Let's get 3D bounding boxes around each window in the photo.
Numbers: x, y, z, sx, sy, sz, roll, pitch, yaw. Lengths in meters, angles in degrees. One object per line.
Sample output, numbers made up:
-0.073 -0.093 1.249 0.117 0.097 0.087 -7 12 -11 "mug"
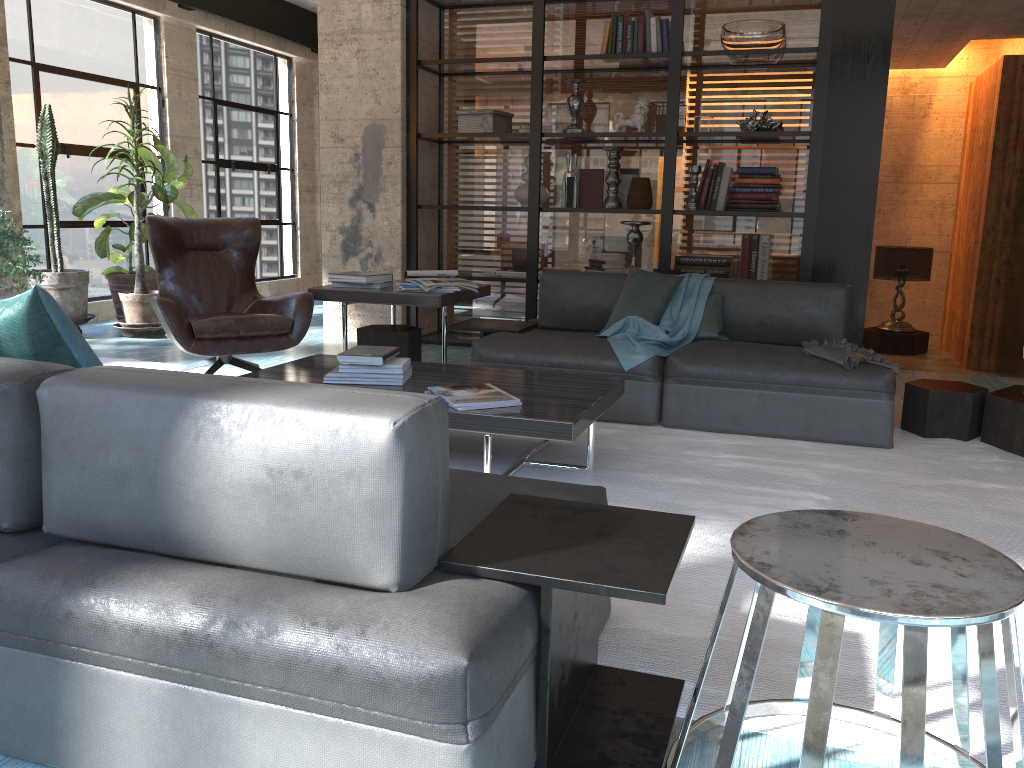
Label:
-2.861 -2.377 9.667 0.081 2.530 1.780 5 12 18 "window"
-3.560 -1.984 7.571 0.081 2.530 1.780 5 12 18 "window"

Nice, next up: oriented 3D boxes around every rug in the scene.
-0.680 0.289 3.674 7.768 0.032 2.954 5 12 18 "rug"

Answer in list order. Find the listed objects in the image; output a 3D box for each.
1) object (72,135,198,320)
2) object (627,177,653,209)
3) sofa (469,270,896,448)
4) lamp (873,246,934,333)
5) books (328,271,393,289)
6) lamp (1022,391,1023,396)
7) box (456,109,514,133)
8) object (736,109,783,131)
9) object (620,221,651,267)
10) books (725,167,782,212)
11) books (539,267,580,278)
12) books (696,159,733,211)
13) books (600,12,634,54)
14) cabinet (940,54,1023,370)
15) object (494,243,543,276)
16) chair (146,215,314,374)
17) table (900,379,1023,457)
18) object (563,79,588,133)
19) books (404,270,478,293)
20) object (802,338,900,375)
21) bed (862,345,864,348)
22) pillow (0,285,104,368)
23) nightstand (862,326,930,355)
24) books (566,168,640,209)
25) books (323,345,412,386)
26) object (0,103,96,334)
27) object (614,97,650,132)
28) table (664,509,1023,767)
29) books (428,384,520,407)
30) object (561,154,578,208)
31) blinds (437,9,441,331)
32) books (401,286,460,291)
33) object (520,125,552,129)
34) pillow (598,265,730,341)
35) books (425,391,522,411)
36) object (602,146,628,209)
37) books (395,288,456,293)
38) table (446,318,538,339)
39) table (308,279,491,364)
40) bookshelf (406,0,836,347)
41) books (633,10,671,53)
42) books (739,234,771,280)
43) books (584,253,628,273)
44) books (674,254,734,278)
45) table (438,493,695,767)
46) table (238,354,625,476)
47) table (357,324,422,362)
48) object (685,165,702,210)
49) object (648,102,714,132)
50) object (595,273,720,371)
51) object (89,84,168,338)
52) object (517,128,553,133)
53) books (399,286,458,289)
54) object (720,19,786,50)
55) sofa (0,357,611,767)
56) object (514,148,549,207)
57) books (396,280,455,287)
-3.074 -1.250 7.325 0.921 1.543 0.817 -1 11 -13 "object"
0.934 -1.386 6.465 0.189 0.230 0.190 -4 12 -26 "object"
0.888 -0.214 4.665 2.063 0.680 1.019 5 12 18 "sofa"
4.364 -1.069 9.969 0.591 0.933 0.591 3 11 10 "lamp"
-0.860 -0.594 5.061 0.320 0.075 0.278 6 12 22 "books"
2.531 -0.132 3.927 0.462 0.417 0.462 -9 15 -43 "lamp"
-0.196 -1.907 6.490 0.312 0.157 0.306 7 12 27 "box"
1.707 -1.802 6.120 0.322 0.177 0.323 5 12 18 "object"
0.867 -0.933 6.281 0.218 0.433 0.218 3 11 10 "object"
1.716 -1.368 6.248 0.378 0.303 0.303 5 12 19 "books"
0.376 -0.828 6.630 0.319 0.068 0.231 3 11 9 "books"
1.412 -1.397 6.233 0.256 0.354 0.216 5 12 18 "books"
0.749 -2.414 6.179 0.231 0.290 0.216 5 12 18 "books"
5.055 -1.795 9.547 0.267 3.018 1.907 5 12 18 "cabinet"
0.067 -0.963 6.862 0.335 0.231 0.284 5 12 18 "object"
-1.645 -0.463 4.996 0.820 0.940 0.975 -6 13 -31 "chair"
2.360 0.171 4.043 1.044 0.230 0.616 5 12 18 "table"
0.462 -2.007 6.478 0.178 0.394 0.180 4 11 12 "object"
-0.394 -0.566 4.906 0.322 0.109 0.273 -6 13 -31 "books"
1.586 -0.105 4.185 0.429 0.185 0.433 4 11 14 "object"
2.571 -0.673 9.687 2.287 0.651 2.293 5 12 17 "bed"
-0.976 -0.009 2.077 1.042 0.466 0.349 7 12 28 "pillow"
4.340 -0.494 10.068 0.711 0.230 0.617 -8 15 -41 "nightstand"
0.670 -1.470 6.667 0.547 0.299 0.147 5 12 17 "books"
-0.587 -0.081 3.670 0.322 0.116 0.279 2 11 3 "books"
-3.598 -1.089 6.010 0.971 1.708 1.641 0 11 -6 "object"
0.862 -1.926 6.396 0.252 0.280 0.131 7 12 25 "object"
0.578 0.508 1.492 0.620 0.472 0.620 5 12 20 "table"
-0.147 0.040 3.317 0.252 0.011 0.318 -3 12 -22 "books"
0.437 -1.513 6.614 0.121 0.395 0.062 5 12 20 "object"
0.795 -1.382 6.774 2.915 3.160 0.136 5 12 18 "blinds"
-0.450 -0.535 4.917 0.318 0.011 0.252 0 11 -5 "books"
0.174 -1.848 6.408 0.227 0.024 0.166 1 11 -3 "object"
0.806 -0.404 4.606 0.670 0.393 0.320 6 12 24 "pillow"
-0.148 0.052 3.311 0.252 0.011 0.318 -4 12 -27 "books"
0.743 -1.506 6.482 0.191 0.447 0.192 -4 12 -24 "object"
-0.466 -0.525 4.924 0.318 0.011 0.252 2 11 4 "books"
-0.101 -0.148 5.017 0.413 0.390 0.420 5 12 18 "table"
-0.639 -0.295 5.241 0.800 0.570 0.800 5 12 18 "table"
0.694 -1.507 6.404 2.900 2.571 0.628 5 12 18 "bookshelf"
0.982 -2.397 6.101 0.258 0.298 0.221 5 12 18 "books"
1.709 -0.875 6.257 0.191 0.362 0.277 4 11 13 "books"
0.697 -0.863 6.532 0.257 0.188 0.306 -2 12 -17 "books"
1.384 -0.827 6.402 0.393 0.197 0.274 5 12 18 "books"
0.122 0.490 1.778 0.413 0.390 0.420 5 12 18 "table"
-0.368 0.143 3.662 1.500 0.309 0.900 5 12 18 "table"
-0.698 -0.151 5.058 0.365 0.340 0.316 -1 11 -12 "table"
1.254 -1.351 6.119 0.099 0.301 0.099 4 11 12 "object"
1.162 -1.814 6.056 0.409 0.200 0.200 7 12 27 "object"
0.812 -0.352 4.654 0.444 0.438 0.985 12 15 43 "object"
-2.879 -1.291 6.716 0.523 1.863 0.629 -1 11 -13 "object"
0.165 -1.819 6.408 0.243 0.034 0.179 0 11 -4 "object"
-0.464 -0.548 4.928 0.318 0.011 0.252 0 11 -5 "books"
1.637 -2.324 6.037 0.434 0.217 0.430 5 12 21 "object"
-0.862 0.255 2.069 2.063 0.680 1.019 5 12 18 "sofa"
0.151 -1.557 6.707 0.265 0.432 0.265 -5 12 -27 "object"
-0.471 -0.559 4.931 0.318 0.011 0.252 1 11 0 "books"
